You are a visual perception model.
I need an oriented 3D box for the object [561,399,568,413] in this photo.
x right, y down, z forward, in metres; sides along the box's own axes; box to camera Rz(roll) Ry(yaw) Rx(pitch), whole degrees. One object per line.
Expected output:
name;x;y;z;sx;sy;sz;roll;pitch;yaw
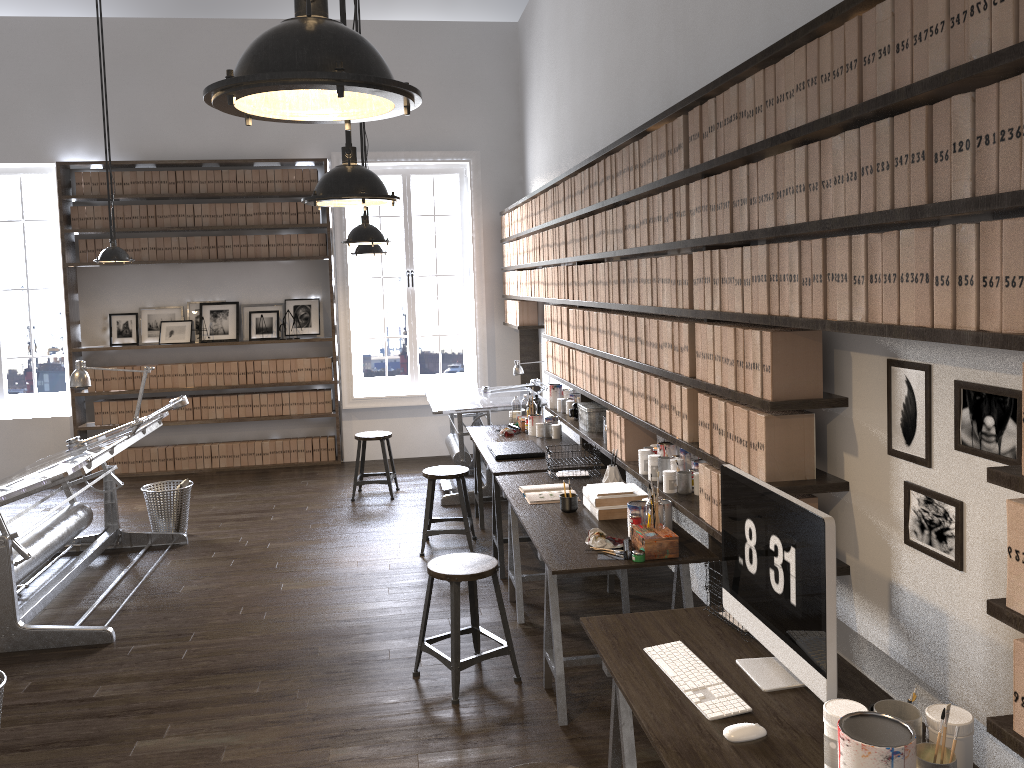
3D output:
object;0.385;0.161;6.355;0.063;0.093;0.063;-4;5;-22

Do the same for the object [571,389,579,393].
object;0.467;0.107;6.598;0.072;0.128;0.071;2;6;39

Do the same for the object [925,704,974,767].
object;0.935;0.774;1.893;0.094;0.144;0.095;-1;5;9

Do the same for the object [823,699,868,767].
object;0.728;0.776;1.929;0.094;0.144;0.095;0;5;18

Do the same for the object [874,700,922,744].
object;0.835;0.775;1.917;0.096;0.142;0.097;-1;5;9

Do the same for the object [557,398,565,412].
object;0.360;0.154;6.421;0.062;0.094;0.062;-4;5;-22

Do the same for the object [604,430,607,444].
object;0.625;0.300;5.121;0.181;0.093;0.062;-1;5;6

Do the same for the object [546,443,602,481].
object;0.341;0.431;4.911;0.284;0.160;0.204;-3;6;-8

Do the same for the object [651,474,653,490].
object;0.563;0.468;3.547;0.007;0.213;0.055;-2;4;-2

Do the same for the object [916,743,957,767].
object;0.853;0.805;1.789;0.083;0.122;0.082;-5;5;-33

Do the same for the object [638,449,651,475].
object;0.647;0.379;4.310;0.062;0.119;0.062;2;6;42

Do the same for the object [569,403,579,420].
object;0.435;0.183;6.078;0.091;0.108;0.171;-3;6;-8

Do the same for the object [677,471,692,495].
object;0.758;0.434;3.891;0.062;0.094;0.063;0;5;24

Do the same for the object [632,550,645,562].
object;0.486;0.661;3.403;0.049;0.037;0.049;-2;6;-5

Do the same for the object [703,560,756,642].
object;0.748;0.667;2.773;0.204;0.160;0.285;-3;6;-16

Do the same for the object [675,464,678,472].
object;0.751;0.412;3.983;0.035;0.104;0.004;-3;4;-10

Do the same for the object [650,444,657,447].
object;0.723;0.363;4.424;0.062;0.119;0.062;1;5;33

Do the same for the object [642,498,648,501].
object;0.615;0.562;3.963;0.062;0.094;0.062;1;5;33

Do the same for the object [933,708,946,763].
object;0.866;0.755;1.808;0.055;0.179;0.007;-4;4;-27

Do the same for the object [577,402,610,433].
object;0.536;0.209;5.649;0.193;0.152;0.318;-3;6;-9

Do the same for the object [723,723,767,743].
object;0.550;0.819;2.089;0.106;0.028;0.059;-3;6;-12

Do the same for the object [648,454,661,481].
object;0.672;0.395;4.168;0.062;0.119;0.062;-5;6;-40

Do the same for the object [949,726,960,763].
object;0.881;0.770;1.782;0.054;0.157;0.007;-4;4;-25

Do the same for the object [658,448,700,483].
object;0.778;0.379;4.136;0.205;0.161;0.094;-3;4;-7

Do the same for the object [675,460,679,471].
object;0.747;0.406;3.965;0.029;0.135;0.004;-3;4;-13

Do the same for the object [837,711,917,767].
object;0.724;0.777;1.757;0.145;0.195;0.144;-5;6;-36

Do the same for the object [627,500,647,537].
object;0.541;0.572;3.738;0.104;0.141;0.105;-2;5;-1

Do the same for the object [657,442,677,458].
object;0.748;0.365;4.262;0.094;0.161;0.095;-3;5;-12

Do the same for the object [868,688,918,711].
object;0.870;0.762;2.040;0.092;0.142;0.097;-4;5;-29

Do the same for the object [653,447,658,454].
object;0.709;0.376;4.320;0.044;0.127;0.045;-2;4;-8

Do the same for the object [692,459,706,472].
object;0.855;0.409;3.972;0.095;0.129;0.094;-4;5;-21

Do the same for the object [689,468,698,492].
object;0.805;0.428;3.925;0.045;0.102;0.044;-3;4;-17

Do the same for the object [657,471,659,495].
object;0.580;0.461;3.530;0.020;0.227;0.007;0;4;23

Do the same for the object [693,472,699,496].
object;0.824;0.435;3.866;0.062;0.095;0.062;0;5;24

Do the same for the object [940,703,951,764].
object;0.880;0.755;1.808;0.045;0.204;0.007;-4;4;-28

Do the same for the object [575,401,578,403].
object;0.470;0.167;6.365;0.054;0.080;0.054;0;5;19

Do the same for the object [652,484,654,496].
object;0.557;0.486;3.529;0.021;0.179;0.005;-1;4;11

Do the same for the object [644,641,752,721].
object;0.491;0.793;2.395;0.119;0.017;0.440;-3;7;-13

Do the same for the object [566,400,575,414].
object;0.416;0.167;6.296;0.062;0.094;0.062;-4;5;-22

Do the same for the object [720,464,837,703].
object;0.735;0.533;2.399;0.204;0.516;0.646;-2;6;-8

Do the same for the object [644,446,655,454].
object;0.683;0.371;4.371;0.063;0.117;0.063;1;5;33

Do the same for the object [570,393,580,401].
object;0.468;0.134;6.449;0.094;0.127;0.095;0;5;22

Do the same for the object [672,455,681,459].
object;0.767;0.397;4.122;0.045;0.127;0.044;-1;4;10

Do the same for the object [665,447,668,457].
object;0.740;0.366;4.177;0.036;0.148;0.005;-1;4;15

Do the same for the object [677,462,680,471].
object;0.756;0.405;3.963;0.036;0.119;0.005;-3;4;-12

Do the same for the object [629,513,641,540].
object;0.512;0.595;3.668;0.049;0.111;0.050;-2;4;-5

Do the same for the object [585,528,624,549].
object;0.368;0.635;3.630;0.132;0.050;0.197;-7;8;-37

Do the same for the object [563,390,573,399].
object;0.415;0.115;6.538;0.070;0.130;0.070;1;5;30

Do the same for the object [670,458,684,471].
object;0.757;0.404;4.061;0.062;0.119;0.062;-5;6;-40

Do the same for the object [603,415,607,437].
object;0.598;0.190;5.275;0.156;0.271;0.182;-4;5;-24

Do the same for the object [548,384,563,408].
object;0.326;0.090;6.629;0.107;0.176;0.107;-2;5;-6

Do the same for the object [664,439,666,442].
object;0.757;0.344;4.362;0.009;0.168;0.041;-2;4;-5

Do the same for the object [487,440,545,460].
object;0.021;0.420;5.649;0.312;0.033;0.447;-3;7;-8

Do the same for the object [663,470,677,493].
object;0.700;0.432;3.923;0.062;0.095;0.062;0;5;24

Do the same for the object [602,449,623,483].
object;0.517;0.443;4.561;0.101;0.208;0.102;1;5;37

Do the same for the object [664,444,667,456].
object;0.733;0.366;4.184;0.029;0.168;0.004;-1;4;14

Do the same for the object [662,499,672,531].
object;0.640;0.567;3.801;0.094;0.127;0.095;-3;5;-12
